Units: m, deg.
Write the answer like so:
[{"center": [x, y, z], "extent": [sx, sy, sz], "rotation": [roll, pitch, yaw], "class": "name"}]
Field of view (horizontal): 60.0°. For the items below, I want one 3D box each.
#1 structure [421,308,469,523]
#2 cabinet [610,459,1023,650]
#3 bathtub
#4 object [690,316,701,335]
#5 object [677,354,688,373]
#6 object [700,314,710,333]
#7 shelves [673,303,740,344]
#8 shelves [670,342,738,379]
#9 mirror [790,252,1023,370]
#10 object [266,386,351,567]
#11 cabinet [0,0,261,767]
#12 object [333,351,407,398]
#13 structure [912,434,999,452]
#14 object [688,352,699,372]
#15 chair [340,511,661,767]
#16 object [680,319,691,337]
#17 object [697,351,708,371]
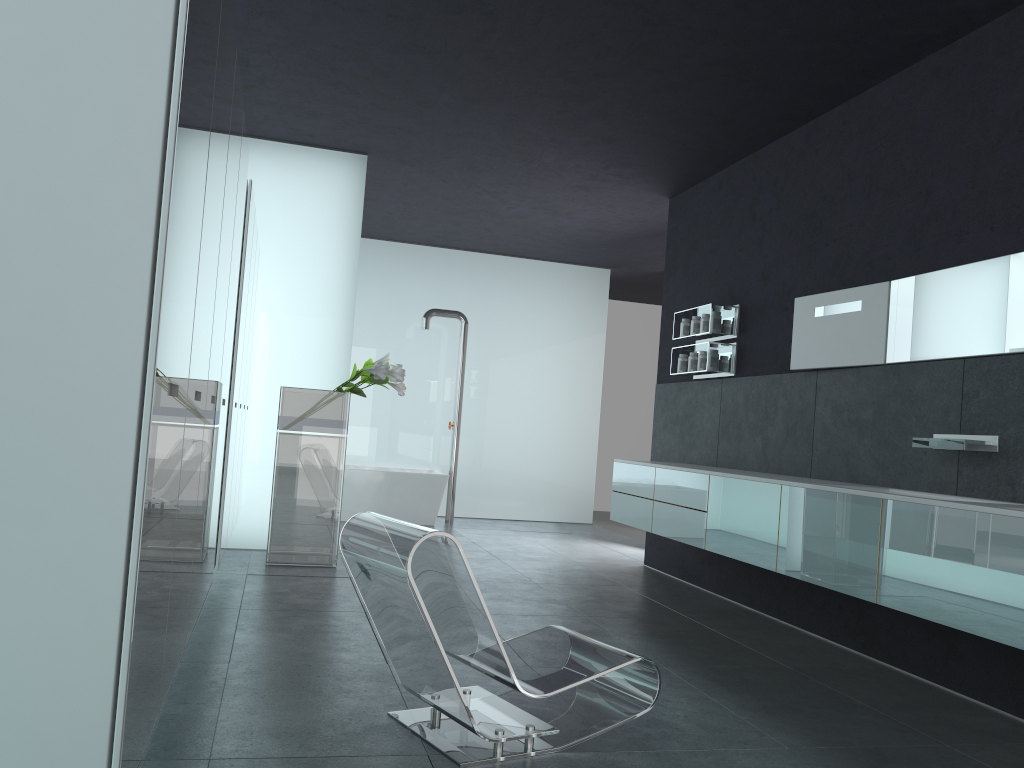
[{"center": [-0.979, 0.443, 11.724], "extent": [0.643, 2.869, 0.123], "rotation": [5, -2, -15], "class": "structure"}, {"center": [1.974, 0.894, 5.476], "extent": [0.734, 0.556, 5.585], "rotation": [5, -3, -15], "class": "cabinet"}, {"center": [-1.880, 1.317, 11.477], "extent": [1.978, 0.858, 0.961], "rotation": [5, -3, -15], "class": "bathtub"}, {"center": [1.655, -0.515, 7.967], "extent": [0.096, 0.184, 0.068], "rotation": [5, -2, -6], "class": "object"}, {"center": [1.575, -0.181, 8.163], "extent": [0.096, 0.184, 0.067], "rotation": [5, -2, -23], "class": "object"}, {"center": [1.702, -0.521, 7.785], "extent": [0.096, 0.184, 0.068], "rotation": [5, -2, -16], "class": "object"}, {"center": [1.720, -0.536, 7.916], "extent": [0.265, 0.285, 0.770], "rotation": [5, -3, -15], "class": "shelves"}, {"center": [1.696, -0.209, 7.905], "extent": [0.265, 0.285, 0.770], "rotation": [5, -3, -15], "class": "shelves"}, {"center": [2.633, -0.424, 4.760], "extent": [0.109, 0.532, 3.723], "rotation": [5, -3, -16], "class": "mirror"}, {"center": [-1.784, 0.796, 7.746], "extent": [0.585, 1.490, 0.575], "rotation": [5, -2, -15], "class": "object"}, {"center": [-1.688, -0.086, 4.710], "extent": [0.399, 2.214, 6.007], "rotation": [5, -3, -15], "class": "cabinet"}, {"center": [-1.421, 0.049, 7.696], "extent": [1.025, 0.779, 0.974], "rotation": [5, -3, -22], "class": "object"}, {"center": [2.441, 0.320, 4.927], "extent": [0.186, 0.088, 0.482], "rotation": [5, -3, -15], "class": "structure"}, {"center": [1.630, -0.188, 7.956], "extent": [0.096, 0.184, 0.068], "rotation": [5, -2, -6], "class": "object"}, {"center": [-0.040, 1.017, 3.738], "extent": [1.262, 0.870, 0.629], "rotation": [6, -3, -33], "class": "chair"}, {"center": [1.600, -0.507, 8.174], "extent": [0.096, 0.184, 0.067], "rotation": [5, -2, -23], "class": "object"}, {"center": [1.678, -0.195, 7.774], "extent": [0.096, 0.184, 0.068], "rotation": [5, -2, -16], "class": "object"}]
